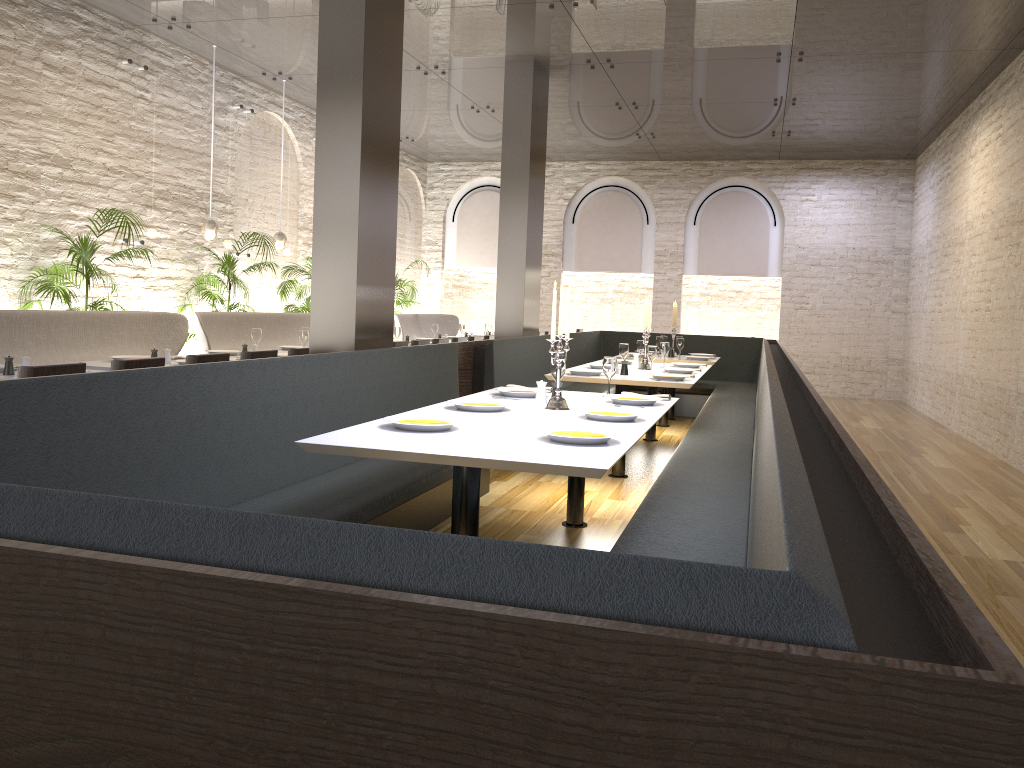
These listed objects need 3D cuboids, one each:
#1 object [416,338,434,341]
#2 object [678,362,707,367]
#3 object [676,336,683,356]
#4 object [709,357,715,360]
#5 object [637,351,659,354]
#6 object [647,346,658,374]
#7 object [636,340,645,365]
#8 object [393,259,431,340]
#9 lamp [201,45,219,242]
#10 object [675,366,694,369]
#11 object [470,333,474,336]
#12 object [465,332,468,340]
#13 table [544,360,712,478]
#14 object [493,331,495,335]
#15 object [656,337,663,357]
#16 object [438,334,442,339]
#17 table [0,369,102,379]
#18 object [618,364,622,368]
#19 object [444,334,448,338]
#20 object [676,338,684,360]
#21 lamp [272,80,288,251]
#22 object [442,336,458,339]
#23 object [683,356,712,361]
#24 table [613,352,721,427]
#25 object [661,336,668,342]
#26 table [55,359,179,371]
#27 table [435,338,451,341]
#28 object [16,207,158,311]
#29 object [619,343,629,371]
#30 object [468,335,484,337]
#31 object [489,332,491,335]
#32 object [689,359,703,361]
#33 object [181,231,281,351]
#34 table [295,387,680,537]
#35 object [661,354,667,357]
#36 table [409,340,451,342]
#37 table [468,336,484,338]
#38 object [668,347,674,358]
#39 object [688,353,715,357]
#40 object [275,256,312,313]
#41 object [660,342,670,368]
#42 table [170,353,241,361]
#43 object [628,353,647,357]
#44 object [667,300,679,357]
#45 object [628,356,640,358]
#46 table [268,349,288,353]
[{"bbox_3d":[-1.177,-0.595,11.889,0.322,0.036,0.322,-1,6,-37],"label":"object"},{"bbox_3d":[1.752,-0.188,8.601,0.273,0.033,0.143,4,5,16],"label":"object"},{"bbox_3d":[1.994,-0.454,10.559,0.086,0.230,0.086,2,3,-14],"label":"object"},{"bbox_3d":[2.134,-0.291,9.963,0.273,0.033,0.143,4,5,16],"label":"object"},{"bbox_3d":[1.626,-0.372,10.594,0.322,0.036,0.322,3,5,11],"label":"object"},{"bbox_3d":[1.126,-0.192,7.138,0.086,0.230,0.087,0,3,-32],"label":"object"},{"bbox_3d":[1.227,-0.301,8.444,0.086,0.230,0.086,4,3,27],"label":"object"},{"bbox_3d":[-1.872,-1.000,13.927,1.145,1.971,1.191,2,3,-4],"label":"object"},{"bbox_3d":[-3.142,-2.513,9.294,0.178,2.037,0.178,4,3,37],"label":"lamp"},{"bbox_3d":[1.577,-0.150,8.090,0.181,0.015,0.038,4,5,17],"label":"object"},{"bbox_3d":[-0.580,-0.693,12.843,0.059,0.109,0.059,0,4,-39],"label":"object"},{"bbox_3d":[-0.660,-0.694,12.818,0.059,0.109,0.059,0,4,-39],"label":"object"},{"bbox_3d":[1.097,0.252,7.711,1.101,0.758,2.543,3,5,15],"label":"table"},{"bbox_3d":[-0.272,-0.776,13.940,0.059,0.109,0.059,0,4,-39],"label":"object"},{"bbox_3d":[1.660,-0.418,9.986,0.086,0.230,0.086,0,4,-38],"label":"object"},{"bbox_3d":[-0.959,-0.614,11.756,0.059,0.109,0.059,0,4,-39],"label":"object"},{"bbox_3d":[-2.823,0.324,5.100,0.936,0.758,1.012,3,4,16],"label":"table"},{"bbox_3d":[0.857,-0.167,7.959,0.273,0.033,0.143,4,5,16],"label":"object"},{"bbox_3d":[-0.879,-0.613,11.781,0.059,0.109,0.059,0,4,-39],"label":"object"},{"bbox_3d":[1.829,-0.381,9.641,0.086,0.230,0.086,0,4,-38],"label":"object"},{"bbox_3d":[-2.763,-2.615,10.644,0.178,2.037,0.178,2,3,1],"label":"lamp"},{"bbox_3d":[-0.879,-0.675,12.951,0.322,0.036,0.322,-1,6,-37],"label":"object"},{"bbox_3d":[2.034,-0.279,9.703,0.321,0.036,0.322,2,5,-9],"label":"object"},{"bbox_3d":[1.788,0.067,10.171,1.101,0.758,1.190,3,4,16],"label":"table"},{"bbox_3d":[1.783,-0.451,10.424,0.086,0.230,0.086,0,4,-38],"label":"object"},{"bbox_3d":[-2.484,0.233,6.303,0.936,0.758,1.012,3,4,16],"label":"table"},{"bbox_3d":[-0.632,-0.265,12.896,0.936,0.758,1.012,3,4,16],"label":"table"},{"bbox_3d":[-3.666,-0.522,7.594,1.188,1.971,1.147,-1,4,-44],"label":"object"},{"bbox_3d":[0.929,-0.221,7.385,0.086,0.230,0.086,3,3,16],"label":"object"},{"bbox_3d":[-0.570,-0.758,14.048,0.322,0.036,0.322,-1,6,-37],"label":"object"},{"bbox_3d":[-0.352,-0.777,13.915,0.059,0.109,0.059,0,4,-39],"label":"object"},{"bbox_3d":[1.981,-0.258,9.530,0.181,0.015,0.038,4,5,17],"label":"object"},{"bbox_3d":[-3.095,-0.676,9.626,1.188,1.971,1.147,-1,4,-44],"label":"object"},{"bbox_3d":[0.101,0.520,4.165,1.101,0.758,2.543,3,5,15],"label":"table"},{"bbox_3d":[1.730,-0.365,10.073,0.069,0.126,0.069,0,4,-33],"label":"object"},{"bbox_3d":[-0.931,-0.184,11.834,0.936,0.758,1.012,3,4,16],"label":"table"},{"bbox_3d":[-0.324,-0.347,13.993,0.936,0.758,1.012,3,4,16],"label":"table"},{"bbox_3d":[1.801,-0.359,10.029,0.069,0.126,0.069,0,4,-33],"label":"object"},{"bbox_3d":[2.236,-0.333,10.422,0.321,0.036,0.322,0,5,-26],"label":"object"},{"bbox_3d":[-2.553,-0.822,11.561,1.145,1.971,1.191,0,4,-34],"label":"object"},{"bbox_3d":[1.395,-0.265,8.098,0.086,0.230,0.086,4,3,27],"label":"object"},{"bbox_3d":[-2.178,0.151,7.393,0.936,0.758,1.012,3,4,16],"label":"table"},{"bbox_3d":[1.424,-0.318,9.876,0.321,0.036,0.322,2,5,-9],"label":"object"},{"bbox_3d":[1.854,-0.638,10.142,0.132,0.655,0.390,4,3,26],"label":"object"},{"bbox_3d":[1.360,-0.293,9.680,0.185,0.010,0.017,4,5,16],"label":"object"},{"bbox_3d":[-1.864,0.066,8.513,0.936,0.758,1.012,3,4,16],"label":"table"}]
